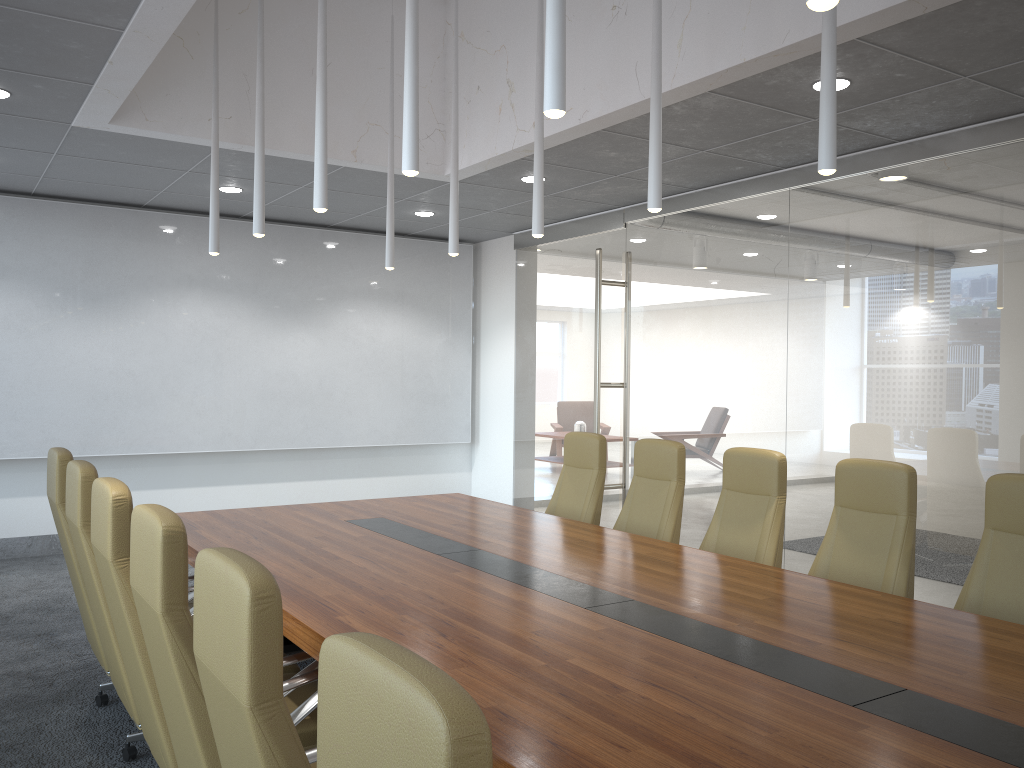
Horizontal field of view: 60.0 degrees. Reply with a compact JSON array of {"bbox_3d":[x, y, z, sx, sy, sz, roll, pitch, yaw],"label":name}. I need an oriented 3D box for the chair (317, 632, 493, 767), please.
[{"bbox_3d":[0.187,1.095,1.528,0.955,1.406,0.711,0,1,-33],"label":"chair"}]

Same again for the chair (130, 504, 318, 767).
[{"bbox_3d":[-0.697,1.073,2.878,0.955,1.406,0.711,0,1,-33],"label":"chair"}]

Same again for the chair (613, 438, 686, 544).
[{"bbox_3d":[0.605,1.066,5.642,0.955,1.406,0.711,0,1,-33],"label":"chair"}]

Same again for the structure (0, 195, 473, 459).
[{"bbox_3d":[0.455,-0.425,3.600,6.600,2.466,13.989,0,1,-33],"label":"structure"}]

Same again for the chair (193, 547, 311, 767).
[{"bbox_3d":[-0.256,1.084,2.205,0.955,1.406,0.711,0,1,-33],"label":"chair"}]

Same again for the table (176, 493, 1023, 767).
[{"bbox_3d":[0.390,1.335,3.581,2.300,0.895,6.500,0,1,-33],"label":"table"}]

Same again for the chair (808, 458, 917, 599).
[{"bbox_3d":[1.483,1.087,4.300,0.955,1.406,0.711,0,1,-33],"label":"chair"}]

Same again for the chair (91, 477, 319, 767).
[{"bbox_3d":[-1.143,1.062,3.559,0.955,1.406,0.711,0,1,-33],"label":"chair"}]

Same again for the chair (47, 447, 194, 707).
[{"bbox_3d":[-2.004,1.041,4.874,0.955,1.406,0.711,0,1,-33],"label":"chair"}]

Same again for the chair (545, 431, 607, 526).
[{"bbox_3d":[0.166,1.055,6.311,0.955,1.406,0.711,0,1,-33],"label":"chair"}]

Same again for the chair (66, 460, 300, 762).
[{"bbox_3d":[-1.568,1.051,4.208,0.955,1.406,0.711,0,1,-33],"label":"chair"}]

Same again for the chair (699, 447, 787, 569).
[{"bbox_3d":[1.048,1.076,4.966,0.955,1.406,0.711,0,1,-33],"label":"chair"}]

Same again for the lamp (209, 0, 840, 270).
[{"bbox_3d":[0.430,-2.026,3.554,2.619,2.378,7.258,0,1,-33],"label":"lamp"}]

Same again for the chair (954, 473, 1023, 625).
[{"bbox_3d":[1.922,1.098,3.631,0.955,1.406,0.711,0,1,-33],"label":"chair"}]
